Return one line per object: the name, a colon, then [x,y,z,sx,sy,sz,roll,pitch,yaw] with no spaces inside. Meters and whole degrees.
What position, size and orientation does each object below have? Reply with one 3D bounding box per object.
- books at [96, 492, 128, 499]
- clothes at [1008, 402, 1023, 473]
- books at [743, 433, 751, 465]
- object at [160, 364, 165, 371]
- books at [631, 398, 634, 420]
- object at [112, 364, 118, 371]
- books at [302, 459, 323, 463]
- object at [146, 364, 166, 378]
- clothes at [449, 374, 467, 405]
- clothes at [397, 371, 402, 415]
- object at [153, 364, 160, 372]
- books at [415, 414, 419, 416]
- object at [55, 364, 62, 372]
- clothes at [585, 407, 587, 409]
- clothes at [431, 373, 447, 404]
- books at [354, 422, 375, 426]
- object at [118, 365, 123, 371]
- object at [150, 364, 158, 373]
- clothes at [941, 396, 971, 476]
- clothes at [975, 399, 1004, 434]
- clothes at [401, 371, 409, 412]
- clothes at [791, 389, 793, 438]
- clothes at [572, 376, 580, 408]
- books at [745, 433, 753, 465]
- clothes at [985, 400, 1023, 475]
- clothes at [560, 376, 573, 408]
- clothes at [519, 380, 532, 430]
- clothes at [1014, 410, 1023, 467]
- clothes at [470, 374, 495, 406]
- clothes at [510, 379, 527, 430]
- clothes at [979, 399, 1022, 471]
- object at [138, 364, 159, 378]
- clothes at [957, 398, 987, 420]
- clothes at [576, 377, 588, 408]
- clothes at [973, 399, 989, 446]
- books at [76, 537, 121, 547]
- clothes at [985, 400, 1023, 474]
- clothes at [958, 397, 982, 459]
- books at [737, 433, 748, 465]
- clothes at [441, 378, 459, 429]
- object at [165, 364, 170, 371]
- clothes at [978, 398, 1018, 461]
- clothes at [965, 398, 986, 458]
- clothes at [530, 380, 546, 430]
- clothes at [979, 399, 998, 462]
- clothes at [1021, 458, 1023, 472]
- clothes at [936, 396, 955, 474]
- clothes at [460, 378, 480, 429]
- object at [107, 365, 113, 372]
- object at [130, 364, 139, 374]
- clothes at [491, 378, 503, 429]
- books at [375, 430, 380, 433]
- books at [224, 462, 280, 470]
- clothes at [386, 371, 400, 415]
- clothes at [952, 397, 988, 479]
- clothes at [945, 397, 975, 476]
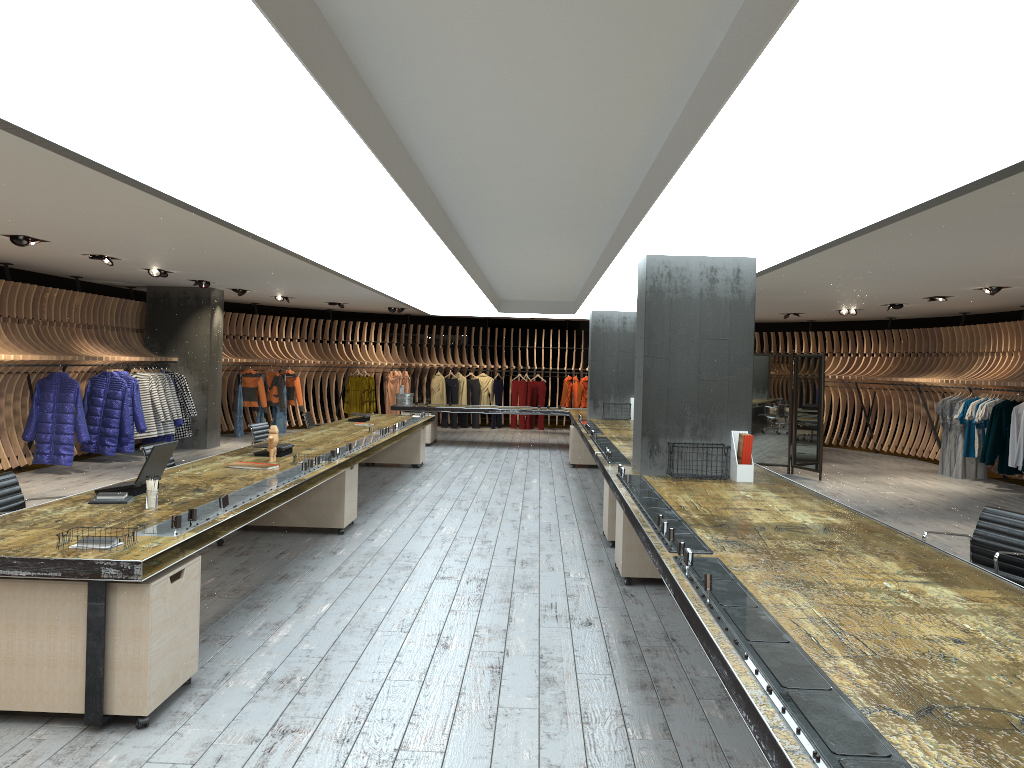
books: [-2.366,0.656,5.219,0.186,0.027,0.112,1,1,-13]
clothes: [7.271,0.754,12.247,0.733,1.106,0.165,2,0,6]
books: [1.850,0.582,7.076,0.048,0.368,0.215,2,1,2]
object: [-5.833,-0.174,14.857,0.516,0.316,0.012,2,0,2]
books: [2.059,0.417,14.570,0.215,0.368,0.073,2,0,2]
object: [-5.891,-0.158,13.180,0.523,0.291,0.012,2,0,2]
books: [-1.650,0.635,7.345,0.155,0.025,0.110,2,1,-3]
object: [-5.846,-0.172,14.320,0.518,0.313,0.012,2,0,2]
clothes: [-1.307,0.189,21.705,0.705,0.889,0.250,2,1,42]
clothes: [-2.711,0.262,21.057,0.125,1.156,0.447,1,1,-28]
object: [-5.892,-0.202,14.699,0.525,0.270,0.012,2,0,2]
books: [-1.451,0.487,13.940,0.155,0.025,0.110,2,1,-3]
object: [-5.955,-0.132,11.647,0.525,0.270,0.012,2,0,2]
clothes: [2.041,0.264,21.860,0.201,0.881,0.839,1,1,-18]
clothes: [-1.800,0.180,21.511,0.250,0.889,0.705,1,1,-38]
books: [-1.944,0.530,11.753,0.213,0.026,0.366,2,1,2]
object: [-5.902,-0.171,13.359,0.525,0.270,0.012,2,0,2]
object: [-5.840,-0.176,14.498,0.518,0.313,0.012,2,0,2]
clothes: [7.296,0.919,14.358,0.677,1.434,0.204,2,0,-9]
clothes: [7.307,0.677,13.295,0.742,0.938,0.162,2,0,-4]
clothes: [-2.567,0.264,21.136,0.125,1.156,0.447,1,1,-33]
clothes: [6.048,0.613,19.342,0.444,1.129,0.127,1,0,-26]
clothes: [1.599,0.248,21.994,0.201,0.881,0.839,2,1,7]
books: [1.872,0.582,7.075,0.048,0.368,0.215,2,1,2]
clothes: [7.256,0.766,12.665,0.913,1.081,0.238,2,0,6]
clothes: [1.366,0.242,21.968,0.201,0.881,0.839,2,1,17]
clothes: [0.329,0.560,22.007,0.093,1.337,0.552,1,1,-28]
clothes: [7.208,0.757,12.059,0.733,1.106,0.165,2,0,1]
clothes: [-0.726,0.200,21.849,0.705,0.889,0.250,2,1,22]
clothes: [0.163,0.555,21.997,0.093,1.337,0.552,1,1,-43]
clothes: [7.263,0.761,12.875,0.913,1.081,0.238,2,0,1]
object: [-5.854,-0.166,14.057,0.518,0.313,0.012,2,0,2]
clothes: [7.290,0.669,13.729,0.743,0.931,0.158,2,0,26]
clothes: [1.802,0.256,21.919,0.201,0.881,0.839,2,1,32]
clothes: [7.312,0.691,13.436,0.743,0.960,0.167,2,0,-5]
books: [-1.854,0.708,3.976,0.155,0.025,0.110,2,1,-3]
clothes: [7.266,0.764,12.752,0.913,1.081,0.238,2,0,1]
clothes: [7.230,0.684,13.633,0.738,0.971,0.167,2,0,10]
books: [1.828,0.581,7.076,0.048,0.368,0.215,2,1,2]
clothes: [-1.515,0.512,21.623,0.539,1.352,0.087,2,0,36]
object: [-5.830,-0.180,15.045,0.518,0.313,0.012,2,0,2]
clothes: [7.240,0.682,13.033,0.734,0.937,0.164,2,0,5]
clothes: [7.282,0.675,13.488,0.743,0.931,0.158,2,0,6]
clothes: [0.618,0.568,22.014,0.552,1.337,0.093,2,1,42]
clothes: [7.260,0.694,13.218,0.742,0.950,0.168,1,0,-15]
clothes: [7.227,0.784,11.724,0.913,1.081,0.238,2,0,6]
clothes: [7.299,0.916,14.498,0.677,1.434,0.204,2,0,16]
clothes: [-1.022,0.522,21.778,0.539,1.352,0.087,2,0,26]
object: [-5.929,-0.150,13.040,0.523,0.292,0.012,2,0,2]
object: [-5.861,-0.161,13.822,0.518,0.313,0.012,2,0,2]
clothes: [-0.363,0.533,21.935,0.087,1.352,0.539,2,1,26]
books: [-1.548,0.563,10.563,0.155,0.025,0.110,2,1,-3]
books: [-2.035,0.640,6.938,0.366,0.026,0.213,2,1,12]
clothes: [-2.810,0.260,20.994,0.447,1.156,0.125,2,1,37]
clothes: [7.285,0.925,14.082,0.677,1.434,0.204,1,0,-14]
clothes: [7.291,0.922,14.217,0.677,1.434,0.204,2,0,16]
